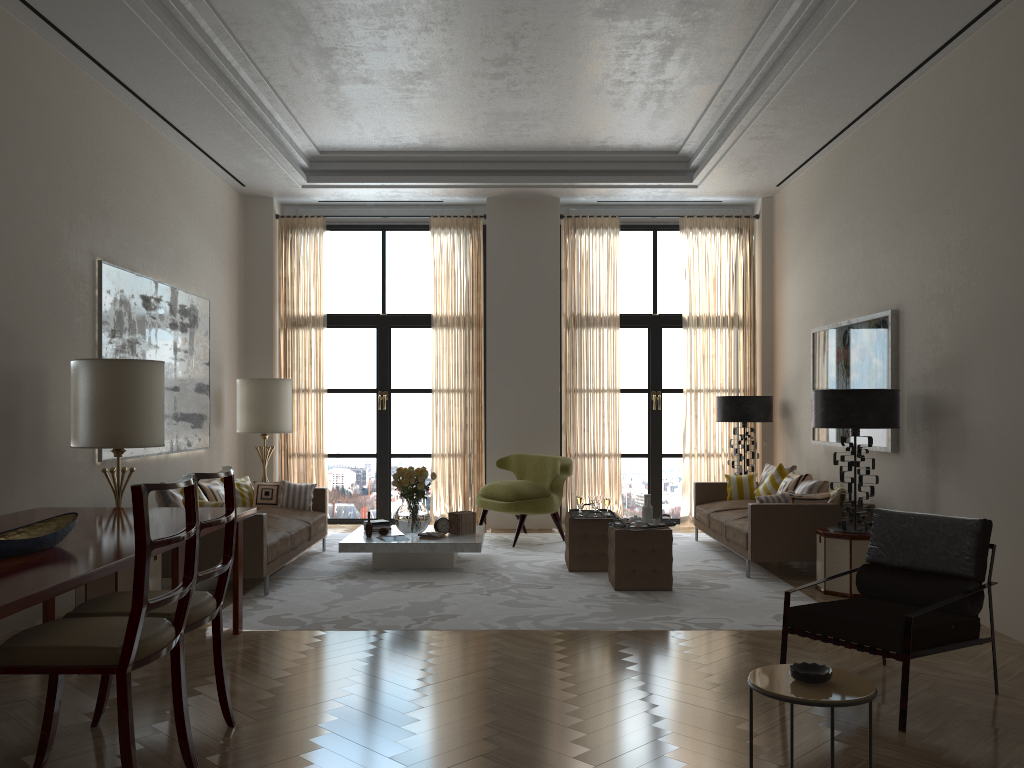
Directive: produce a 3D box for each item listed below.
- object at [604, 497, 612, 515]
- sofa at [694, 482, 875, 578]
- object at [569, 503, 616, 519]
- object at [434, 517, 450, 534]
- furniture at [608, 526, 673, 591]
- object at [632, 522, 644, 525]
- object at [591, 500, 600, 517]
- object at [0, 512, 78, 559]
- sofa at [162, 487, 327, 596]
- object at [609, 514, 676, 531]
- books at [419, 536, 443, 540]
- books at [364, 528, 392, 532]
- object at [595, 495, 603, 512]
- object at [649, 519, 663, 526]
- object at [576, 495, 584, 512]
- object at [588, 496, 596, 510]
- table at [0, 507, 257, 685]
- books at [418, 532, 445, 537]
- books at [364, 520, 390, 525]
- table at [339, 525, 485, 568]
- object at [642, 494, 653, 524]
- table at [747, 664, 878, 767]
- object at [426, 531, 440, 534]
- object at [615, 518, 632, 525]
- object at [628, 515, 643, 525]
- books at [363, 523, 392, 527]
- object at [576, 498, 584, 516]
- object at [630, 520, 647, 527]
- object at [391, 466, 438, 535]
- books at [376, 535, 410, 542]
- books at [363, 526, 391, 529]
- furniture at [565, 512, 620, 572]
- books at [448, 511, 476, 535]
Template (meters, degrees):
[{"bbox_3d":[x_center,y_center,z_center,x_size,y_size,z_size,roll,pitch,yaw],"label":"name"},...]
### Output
[{"bbox_3d":[1.099,1.403,10.190,0.098,0.192,0.098,0,0,26],"label":"object"},{"bbox_3d":[3.200,1.736,10.944,1.351,0.819,2.980,0,-2,0],"label":"sofa"},{"bbox_3d":[0.918,1.461,10.194,0.491,0.092,0.802,0,-2,0],"label":"object"},{"bbox_3d":[-0.823,1.679,10.480,0.204,0.209,0.082,1,-1,-39],"label":"object"},{"bbox_3d":[1.320,1.779,9.168,0.613,0.616,0.614,0,-1,0],"label":"furniture"},{"bbox_3d":[1.304,1.434,9.103,0.186,0.026,0.041,0,-1,8],"label":"object"},{"bbox_3d":[0.931,1.395,9.909,0.098,0.192,0.098,0,0,0],"label":"object"},{"bbox_3d":[-2.830,0.869,5.020,0.331,0.164,1.084,0,-2,11],"label":"object"},{"bbox_3d":[-3.050,1.710,10.031,1.351,0.819,2.980,0,-2,0],"label":"sofa"},{"bbox_3d":[1.349,1.421,9.165,0.720,0.101,0.441,1,-2,-36],"label":"object"},{"bbox_3d":[-0.937,1.765,10.244,0.197,0.024,0.256,-1,-2,17],"label":"books"},{"bbox_3d":[-1.642,1.769,10.812,0.280,0.035,0.207,1,-2,-33],"label":"books"},{"bbox_3d":[1.027,1.410,10.448,0.098,0.192,0.098,0,0,-43],"label":"object"},{"bbox_3d":[1.496,1.429,9.156,0.176,0.067,0.176,0,-1,-1],"label":"object"},{"bbox_3d":[0.796,1.409,10.411,0.098,0.192,0.098,0,0,-17],"label":"object"},{"bbox_3d":[0.934,1.407,10.339,0.098,0.192,0.098,0,0,0],"label":"object"},{"bbox_3d":[-3.010,1.478,5.426,1.800,1.027,3.802,0,-2,0],"label":"table"},{"bbox_3d":[-0.927,1.741,10.245,0.255,0.026,0.202,-1,-2,25],"label":"books"},{"bbox_3d":[-1.649,1.687,10.805,0.260,0.030,0.207,1,-2,-33],"label":"books"},{"bbox_3d":[-1.135,1.958,10.591,1.584,0.343,1.501,0,-2,0],"label":"table"},{"bbox_3d":[1.423,1.316,9.338,0.113,0.305,0.125,0,0,37],"label":"object"},{"bbox_3d":[1.412,1.677,4.188,0.584,0.547,0.584,-1,-1,39],"label":"table"},{"bbox_3d":[-0.914,1.720,10.251,0.139,0.019,0.137,0,-2,-16],"label":"object"},{"bbox_3d":[1.144,1.414,9.129,0.176,0.067,0.176,1,-2,-24],"label":"object"},{"bbox_3d":[1.289,1.412,9.249,0.176,0.105,0.136,0,-1,-4],"label":"object"},{"bbox_3d":[-1.643,1.714,10.814,0.280,0.024,0.230,1,-2,-35],"label":"books"},{"bbox_3d":[0.772,1.399,10.064,0.098,0.192,0.098,0,0,26],"label":"object"},{"bbox_3d":[1.288,1.423,9.004,0.176,0.067,0.176,0,-1,2],"label":"object"},{"bbox_3d":[-1.156,1.387,10.532,0.540,0.821,0.627,0,-1,-4],"label":"object"},{"bbox_3d":[-1.371,1.757,10.168,0.281,0.038,0.384,1,-2,-27],"label":"books"},{"bbox_3d":[-1.645,1.739,10.801,0.262,0.024,0.207,1,-2,-37],"label":"books"},{"bbox_3d":[0.924,1.809,10.198,0.613,0.616,0.614,0,-1,0],"label":"furniture"},{"bbox_3d":[-0.597,1.656,10.585,0.282,0.264,0.210,1,-1,-40],"label":"books"}]
